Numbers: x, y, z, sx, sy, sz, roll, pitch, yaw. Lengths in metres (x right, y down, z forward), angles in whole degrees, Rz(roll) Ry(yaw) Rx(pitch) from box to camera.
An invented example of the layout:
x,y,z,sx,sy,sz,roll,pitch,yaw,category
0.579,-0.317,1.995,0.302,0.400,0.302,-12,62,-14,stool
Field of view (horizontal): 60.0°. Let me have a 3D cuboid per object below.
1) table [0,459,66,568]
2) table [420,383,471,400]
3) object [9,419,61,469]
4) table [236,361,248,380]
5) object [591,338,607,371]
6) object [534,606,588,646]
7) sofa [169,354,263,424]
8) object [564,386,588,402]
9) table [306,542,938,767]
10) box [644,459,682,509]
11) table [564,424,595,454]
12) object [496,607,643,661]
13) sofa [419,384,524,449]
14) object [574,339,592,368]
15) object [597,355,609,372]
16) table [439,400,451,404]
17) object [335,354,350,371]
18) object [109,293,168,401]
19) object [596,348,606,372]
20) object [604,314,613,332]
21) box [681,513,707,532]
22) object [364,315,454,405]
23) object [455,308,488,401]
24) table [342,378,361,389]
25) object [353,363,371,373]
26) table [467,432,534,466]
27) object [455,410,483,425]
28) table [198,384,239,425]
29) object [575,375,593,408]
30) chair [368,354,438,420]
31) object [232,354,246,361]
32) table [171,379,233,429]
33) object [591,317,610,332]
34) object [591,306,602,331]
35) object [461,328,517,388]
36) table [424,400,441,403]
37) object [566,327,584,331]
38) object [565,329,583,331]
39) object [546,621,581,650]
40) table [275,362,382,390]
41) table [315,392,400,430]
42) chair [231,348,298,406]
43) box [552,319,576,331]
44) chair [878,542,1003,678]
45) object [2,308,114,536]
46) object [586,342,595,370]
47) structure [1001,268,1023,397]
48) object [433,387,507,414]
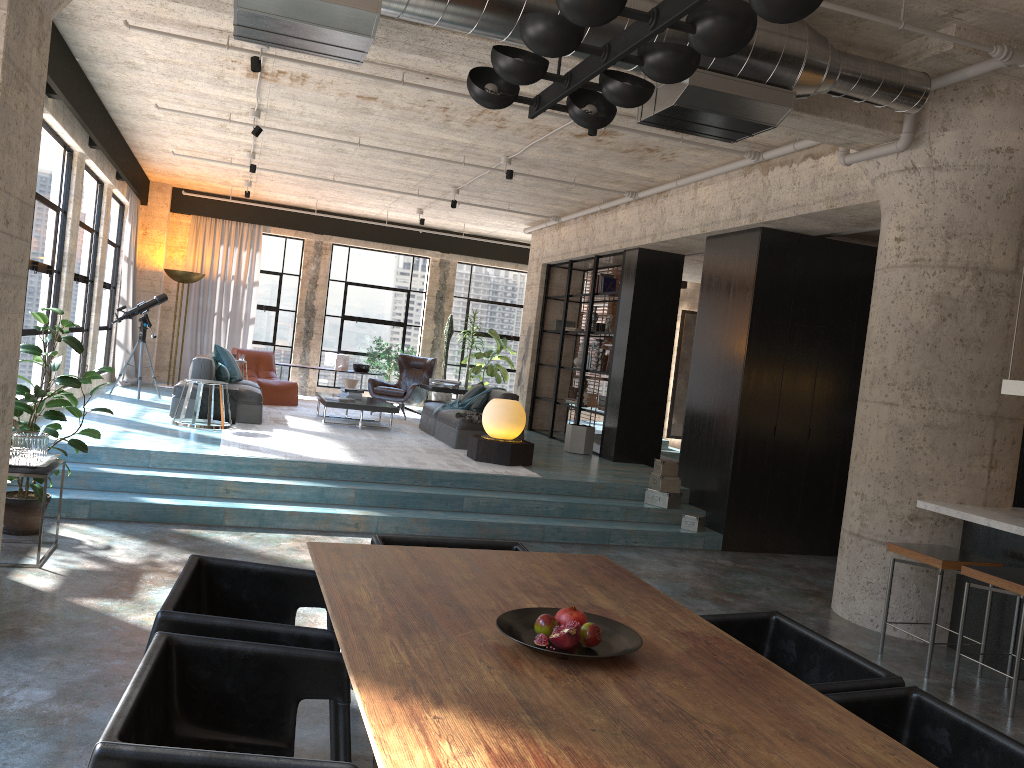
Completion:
x,y,z,sx,sy,sz,roll,pitch,yaw,category
-3.093,0.773,5.496,0.450,0.563,0.600,6,2,-18,table
-0.867,0.330,12.644,0.800,0.570,0.800,6,2,-18,table
-3.027,0.369,5.535,0.327,0.253,0.546,6,2,-18,object
-3.875,-0.030,12.251,0.549,0.603,0.549,5,2,-38,table
1.204,-0.406,12.355,0.191,0.447,0.192,8,2,30,object
0.154,0.718,2.643,0.100,0.097,0.219,8,2,26,object
-3.590,0.006,10.941,1.019,0.680,2.063,6,2,-18,sofa
0.966,0.166,13.071,0.284,0.231,0.335,6,2,-18,object
0.108,1.149,2.605,1.299,0.756,2.410,6,2,-18,table
1.478,0.959,8.579,0.280,0.441,0.331,6,2,-28,box
0.850,0.690,11.158,0.365,0.340,0.316,7,2,12,table
0.168,0.734,2.625,0.435,0.079,0.435,7,2,19,object
-0.447,0.368,11.065,1.019,0.680,2.063,6,2,-18,sofa
1.047,-0.440,12.970,0.265,0.432,0.265,8,2,27,object
1.271,-0.282,12.179,0.189,0.230,0.190,8,2,28,object
-0.766,0.452,12.064,0.420,0.390,0.413,6,2,-18,table
-2.831,-0.357,14.804,0.214,0.259,0.154,6,2,-18,object
-4.795,-0.505,11.375,0.617,1.406,0.595,6,2,-16,object
1.180,-0.316,11.717,0.099,0.301,0.099,6,2,-23,object
1.314,-0.824,12.249,0.131,0.280,0.252,6,2,-10,object
1.705,1.298,8.321,0.172,0.140,0.187,8,2,35,box
-1.787,-0.449,15.564,1.641,1.708,0.971,5,3,-42,object
-0.772,-0.404,15.408,0.523,1.863,0.629,8,3,41,object
-2.725,0.115,14.924,0.331,0.394,0.331,7,2,22,table
-2.555,-0.268,15.057,0.307,0.129,0.307,7,2,22,object
-0.172,0.683,9.475,0.616,0.230,1.044,6,2,-18,table
-0.441,0.397,10.211,0.433,0.185,0.429,6,2,-22,object
-3.304,0.228,9.952,0.420,0.390,0.413,6,2,-18,table
0.974,0.101,12.084,0.218,0.433,0.218,6,2,-26,object
-1.598,0.029,13.335,0.820,0.940,0.975,7,2,22,chair
-3.799,-0.371,12.208,0.206,0.096,0.287,7,2,23,object
-3.265,0.204,9.417,0.620,0.472,0.620,6,2,-15,table
1.197,-0.784,11.799,0.200,0.200,0.409,6,2,-8,object
1.167,-0.910,12.630,0.180,0.394,0.178,6,2,-24,object
-0.425,-0.219,15.913,0.921,1.543,0.817,8,3,42,object
-1.080,0.416,12.572,0.365,0.340,0.316,8,3,42,table
0.905,-0.797,12.808,0.166,0.024,0.227,5,2,-39,object
0.892,-0.770,12.811,0.179,0.034,0.243,5,3,-40,object
0.156,0.727,2.571,0.088,0.082,0.110,7,2,22,object
-3.194,-0.004,14.872,2.004,0.530,0.715,6,2,-19,table
-2.043,0.355,11.471,0.900,0.309,1.500,6,2,-18,table
-3.666,-0.104,13.060,0.920,0.759,0.801,8,3,42,chair
0.768,-0.859,13.160,0.306,0.157,0.312,6,2,-8,box
2.590,1.372,5.411,0.450,0.698,0.450,6,2,-18,chair
-3.227,0.250,6.080,0.886,1.552,0.514,6,2,-31,object
1.130,-0.401,12.680,0.062,0.395,0.121,6,2,-15,object
3.892,-0.841,4.100,0.538,2.100,3.117,6,2,-18,structure
-0.464,0.227,11.134,0.985,0.438,0.444,7,2,9,object
